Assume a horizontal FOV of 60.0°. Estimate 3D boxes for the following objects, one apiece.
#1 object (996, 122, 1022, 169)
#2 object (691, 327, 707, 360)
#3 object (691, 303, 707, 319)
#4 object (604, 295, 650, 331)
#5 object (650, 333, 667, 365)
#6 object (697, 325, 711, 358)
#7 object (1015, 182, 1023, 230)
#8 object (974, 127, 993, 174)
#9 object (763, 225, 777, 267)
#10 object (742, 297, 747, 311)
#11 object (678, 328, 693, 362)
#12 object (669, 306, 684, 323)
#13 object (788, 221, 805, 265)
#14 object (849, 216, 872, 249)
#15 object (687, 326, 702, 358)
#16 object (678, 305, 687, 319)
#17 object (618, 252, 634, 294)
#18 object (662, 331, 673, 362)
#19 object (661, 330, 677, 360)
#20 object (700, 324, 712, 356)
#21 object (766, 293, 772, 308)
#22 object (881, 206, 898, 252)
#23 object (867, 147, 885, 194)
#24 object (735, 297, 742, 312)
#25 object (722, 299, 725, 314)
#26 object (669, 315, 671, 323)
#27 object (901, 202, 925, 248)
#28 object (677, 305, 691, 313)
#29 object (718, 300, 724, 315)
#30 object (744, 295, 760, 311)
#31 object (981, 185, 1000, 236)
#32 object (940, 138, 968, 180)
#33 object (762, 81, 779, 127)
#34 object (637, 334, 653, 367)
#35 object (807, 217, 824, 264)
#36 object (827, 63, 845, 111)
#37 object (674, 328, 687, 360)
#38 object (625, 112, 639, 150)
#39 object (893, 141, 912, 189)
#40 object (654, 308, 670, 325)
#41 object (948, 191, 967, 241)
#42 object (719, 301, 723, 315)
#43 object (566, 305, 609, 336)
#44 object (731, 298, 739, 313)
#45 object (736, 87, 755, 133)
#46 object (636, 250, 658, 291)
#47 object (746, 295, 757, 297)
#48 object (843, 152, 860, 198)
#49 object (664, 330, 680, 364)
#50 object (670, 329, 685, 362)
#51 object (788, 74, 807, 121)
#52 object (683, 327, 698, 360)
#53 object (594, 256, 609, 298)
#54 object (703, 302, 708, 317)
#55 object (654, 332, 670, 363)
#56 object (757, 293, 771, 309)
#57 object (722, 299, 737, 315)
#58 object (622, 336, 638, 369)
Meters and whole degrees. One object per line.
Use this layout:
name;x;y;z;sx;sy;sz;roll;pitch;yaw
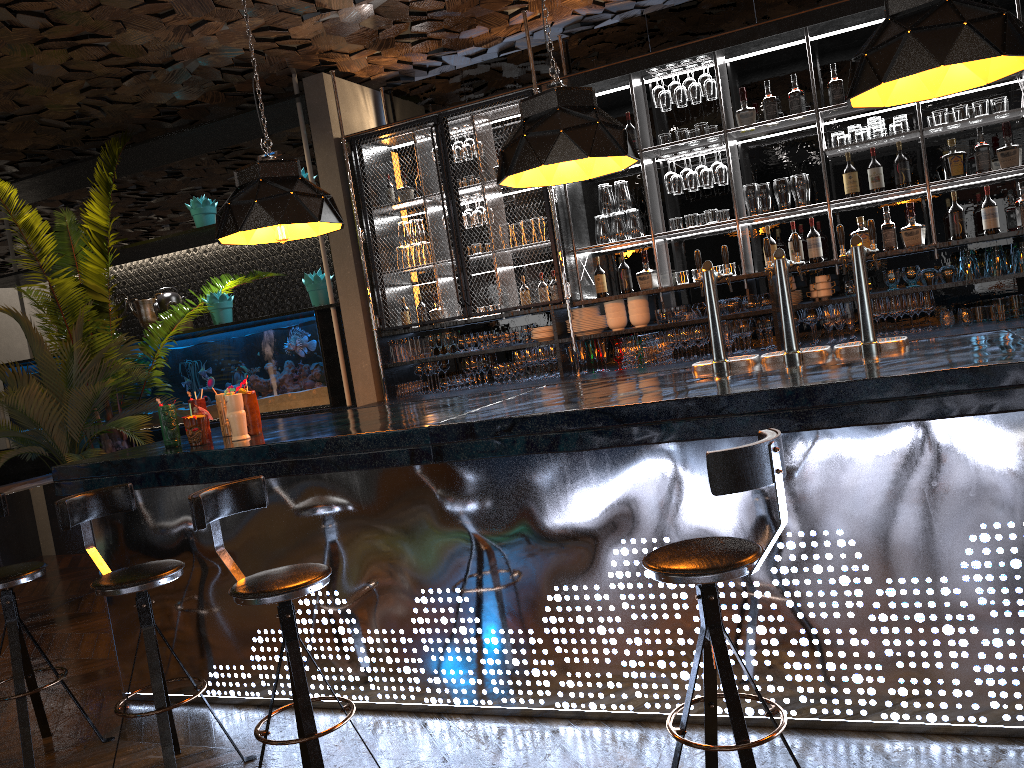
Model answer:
object;2.930;-1.403;5.232;0.123;0.279;0.123;-6;5;38
object;1.242;-0.270;5.892;0.084;0.216;0.084;-10;4;-24
object;1.254;-0.489;5.927;0.109;0.100;0.109;-8;4;7
object;0.799;-0.492;6.146;0.309;0.216;0.149;-7;4;22
object;0.991;-0.237;6.008;0.082;0.213;0.082;-12;5;-36
object;1.294;-0.287;6.018;0.084;0.216;0.084;-10;4;-24
object;3.034;-1.054;5.249;0.083;0.282;0.083;-8;4;9
object;2.810;-1.391;5.301;0.083;0.282;0.083;-7;4;24
object;1.704;-0.895;5.850;0.086;0.299;0.086;-10;4;-17
object;1.565;-0.530;5.836;0.095;0.096;0.095;-7;4;24
object;1.160;-0.260;5.928;0.084;0.216;0.084;-6;5;39
object;1.109;-0.470;5.988;0.100;0.100;0.089;-11;4;-30
object;1.856;-0.917;5.809;0.086;0.298;0.086;-10;4;-17
object;2.219;-0.934;5.615;0.151;0.248;0.094;-8;4;13
object;1.264;-0.292;6.170;0.084;0.216;0.084;-7;4;23
object;1.157;-0.485;6.098;0.100;0.100;0.089;-11;4;-24
object;0.790;-0.779;6.224;0.086;0.297;0.086;-11;4;-32
object;1.069;-0.260;6.169;0.082;0.213;0.082;-8;4;12
object;1.106;-0.271;6.249;0.082;0.213;0.082;-8;4;15
object;1.349;-0.303;6.139;0.084;0.216;0.084;-12;5;-43
object;1.687;-0.550;5.862;0.095;0.096;0.095;-11;4;-25
object;2.357;-0.969;5.552;0.083;0.282;0.083;-7;4;24
object;2.281;-1.336;5.570;0.086;0.298;0.086;-10;4;-17
object;1.505;-0.532;5.983;0.093;0.099;0.093;-8;4;11
object;1.432;-0.527;6.075;0.093;0.099;0.093;-7;4;26
object;1.051;-0.467;6.077;0.100;0.100;0.089;-9;4;-4
object;2.477;-0.981;5.484;0.123;0.279;0.123;-6;5;38
object;1.201;-0.498;6.188;0.089;0.100;0.100;-8;4;18
object;1.392;-0.514;5.979;0.093;0.099;0.093;-8;4;11
object;1.548;-0.520;5.730;0.095;0.096;0.095;-9;4;-2
object;2.870;-1.042;5.330;0.086;0.298;0.086;-10;4;-17
object;2.672;-1.356;5.364;0.151;0.248;0.094;-8;4;13
object;1.666;-1.815;5.736;0.083;0.282;0.083;-8;4;9
object;0.908;-0.227;6.048;0.082;0.213;0.082;-11;4;-33
object;1.955;-0.928;5.739;0.086;0.298;0.086;-10;4;-17
object;2.032;-1.868;5.572;0.083;0.282;0.083;-8;4;9
object;1.183;-0.282;6.213;0.084;0.216;0.084;-11;4;-27
object;0.818;-1.725;6.117;0.086;0.299;0.086;-10;4;-17
object;2.408;-1.349;5.483;0.086;0.297;0.086;-10;4;-17
object;1.013;-0.454;5.970;0.100;0.100;0.089;-7;4;29
object;2.693;-1.018;5.374;0.086;0.297;0.086;-11;4;-32
object;1.350;-0.501;5.880;0.093;0.099;0.093;-6;5;41
object;0.534;-0.450;6.303;0.306;0.195;0.300;-7;4;25
object;1.460;-0.519;5.893;0.093;0.099;0.093;-9;4;-4
object;1.524;-1.795;5.802;0.123;0.279;0.123;-8;4;13
object;0.939;-0.788;6.172;0.123;0.279;0.123;-6;5;38
object;1.620;-0.549;5.992;0.095;0.096;0.095;-6;5;40
object;2.140;-1.315;5.606;0.086;0.299;0.086;-10;4;-17
object;1.075;-0.249;5.968;0.084;0.216;0.084;-8;4;12
object;1.133;-0.266;6.088;0.084;0.216;0.084;-6;5;36
object;1.817;-1.834;5.669;0.083;0.282;0.083;-6;5;39
object;1.214;-0.276;6.047;0.084;0.216;0.084;-8;4;17
object;0.629;-0.761;6.331;0.086;0.299;0.086;-10;4;-17
object;1.316;-0.509;6.072;0.109;0.100;0.109;-8;4;7
object;1.033;-0.249;6.089;0.082;0.213;0.082;-8;4;5
object;1.640;-0.537;5.767;0.095;0.096;0.095;-12;5;-42
object;1.423;-0.507;5.797;0.093;0.099;0.093;-5;5;43
object;0.814;-0.215;6.090;0.082;0.213;0.082;-12;5;-37
